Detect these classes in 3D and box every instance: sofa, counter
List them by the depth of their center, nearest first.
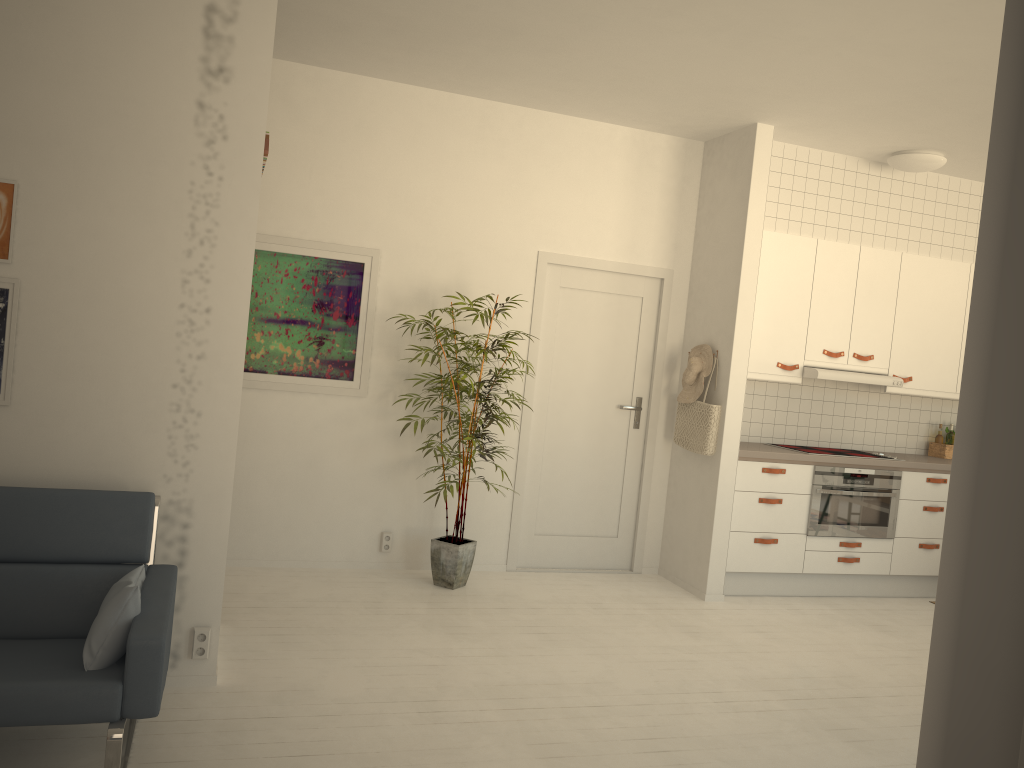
[{"bbox_3d":[-1.860,0.731,2.612,1.602,0.773,0.964,5,2,-18],"label":"sofa"},{"bbox_3d":[3.917,0.743,5.392,4.843,0.163,2.858,5,2,-18],"label":"counter"}]

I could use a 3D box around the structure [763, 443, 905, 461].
[{"bbox_3d":[2.164,0.467,5.987,0.763,0.057,0.504,5,2,-18],"label":"structure"}]

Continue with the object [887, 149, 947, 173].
[{"bbox_3d":[2.588,-1.414,5.677,0.351,0.101,0.351,7,2,24],"label":"object"}]

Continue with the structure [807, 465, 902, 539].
[{"bbox_3d":[2.126,0.748,6.046,0.682,0.447,0.704,5,2,-18],"label":"structure"}]

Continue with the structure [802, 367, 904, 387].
[{"bbox_3d":[2.213,-0.056,6.018,0.681,0.073,0.482,5,2,-18],"label":"structure"}]

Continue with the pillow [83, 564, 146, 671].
[{"bbox_3d":[-1.225,0.733,2.758,0.141,0.353,0.534,5,2,-19],"label":"pillow"}]

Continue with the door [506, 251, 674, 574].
[{"bbox_3d":[0.497,0.213,5.795,0.955,2.033,0.166,5,2,-18],"label":"door"}]

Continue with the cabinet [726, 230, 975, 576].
[{"bbox_3d":[3.956,0.347,5.381,4.843,2.159,2.854,5,2,-18],"label":"cabinet"}]

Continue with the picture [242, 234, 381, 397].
[{"bbox_3d":[-1.209,-0.391,5.126,0.822,0.876,0.012,5,2,-18],"label":"picture"}]

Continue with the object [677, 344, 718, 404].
[{"bbox_3d":[1.151,-0.065,5.614,0.136,0.385,0.335,5,2,-18],"label":"object"}]

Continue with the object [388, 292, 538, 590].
[{"bbox_3d":[-0.696,0.294,4.737,2.088,1.711,0.778,4,2,-38],"label":"object"}]

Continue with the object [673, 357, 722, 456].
[{"bbox_3d":[1.182,0.128,5.587,0.093,0.612,0.440,5,2,-19],"label":"object"}]

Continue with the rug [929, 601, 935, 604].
[{"bbox_3d":[3.861,1.570,5.915,1.999,0.004,0.750,5,2,-18],"label":"rug"}]

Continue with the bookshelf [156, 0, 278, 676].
[{"bbox_3d":[-1.226,-0.315,3.666,0.249,2.900,0.710,5,2,-19],"label":"bookshelf"}]

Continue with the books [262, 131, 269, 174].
[{"bbox_3d":[-1.157,-0.964,3.646,0.278,0.110,0.665,5,2,-18],"label":"books"}]
